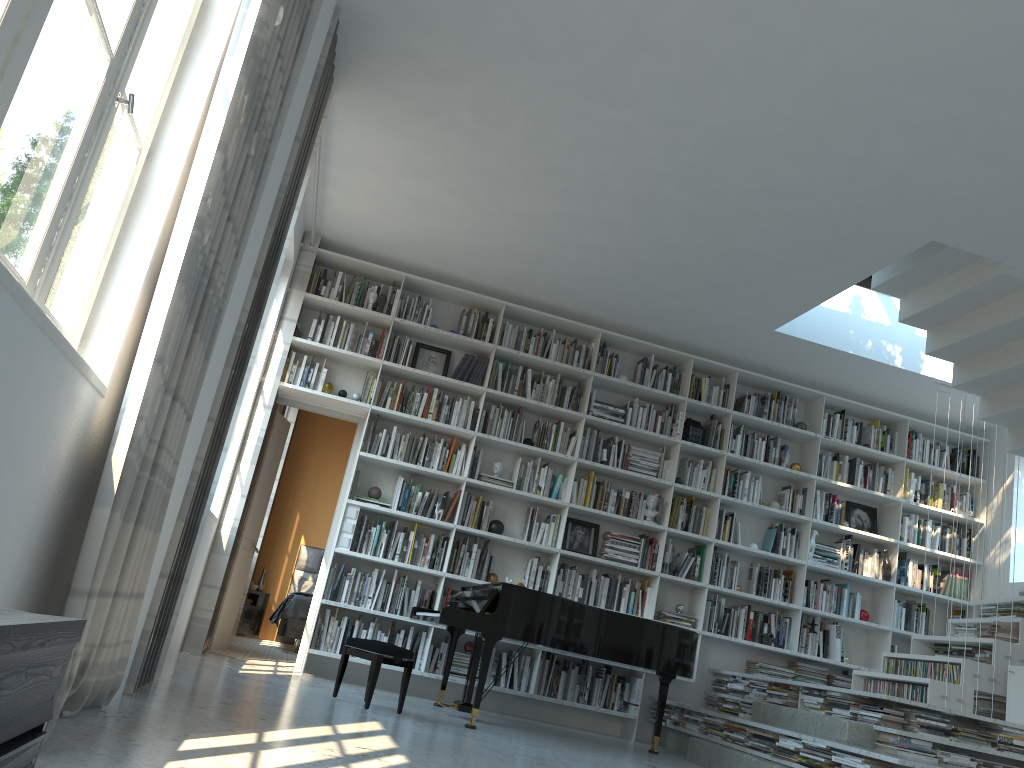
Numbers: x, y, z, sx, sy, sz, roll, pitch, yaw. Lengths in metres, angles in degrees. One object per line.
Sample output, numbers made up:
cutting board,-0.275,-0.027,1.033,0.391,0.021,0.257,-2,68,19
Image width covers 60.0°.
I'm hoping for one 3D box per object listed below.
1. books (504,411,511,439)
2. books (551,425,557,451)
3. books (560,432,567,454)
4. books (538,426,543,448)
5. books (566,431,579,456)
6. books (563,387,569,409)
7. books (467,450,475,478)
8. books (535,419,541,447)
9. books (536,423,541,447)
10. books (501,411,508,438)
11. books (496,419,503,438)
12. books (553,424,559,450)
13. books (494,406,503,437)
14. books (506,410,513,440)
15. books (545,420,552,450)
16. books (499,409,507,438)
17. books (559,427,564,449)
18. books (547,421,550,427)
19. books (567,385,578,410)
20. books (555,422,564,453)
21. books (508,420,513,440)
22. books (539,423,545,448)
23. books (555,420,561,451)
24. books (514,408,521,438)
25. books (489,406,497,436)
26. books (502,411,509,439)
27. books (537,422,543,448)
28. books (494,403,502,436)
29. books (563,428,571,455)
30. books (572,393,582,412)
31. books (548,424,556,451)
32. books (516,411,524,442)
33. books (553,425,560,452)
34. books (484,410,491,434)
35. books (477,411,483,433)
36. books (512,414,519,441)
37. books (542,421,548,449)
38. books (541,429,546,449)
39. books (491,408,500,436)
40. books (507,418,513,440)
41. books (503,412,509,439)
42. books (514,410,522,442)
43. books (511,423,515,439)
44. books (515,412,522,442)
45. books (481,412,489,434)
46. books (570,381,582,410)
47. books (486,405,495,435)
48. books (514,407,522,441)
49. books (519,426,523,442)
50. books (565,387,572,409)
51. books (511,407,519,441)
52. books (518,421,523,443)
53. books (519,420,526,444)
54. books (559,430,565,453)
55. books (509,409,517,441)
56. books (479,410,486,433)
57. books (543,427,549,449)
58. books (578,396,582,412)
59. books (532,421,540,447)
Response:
books,-0.055,0.363,7.182,0.009,0.260,0.180,15,-16,-10
books,0.324,0.472,7.266,0.017,0.252,0.140,15,-16,-10
books,0.398,0.512,7.279,0.024,0.215,0.142,15,-16,-10
books,0.208,0.461,7.245,0.013,0.215,0.150,15,-16,-10
books,0.470,0.512,7.264,0.064,0.236,0.209,15,-16,-10
books,0.421,0.149,7.362,0.022,0.222,0.161,15,-16,-10
books,-0.345,0.657,7.057,0.024,0.256,0.134,15,-16,-10
books,0.191,0.430,7.259,0.012,0.275,0.129,15,-16,-10
books,0.196,0.448,7.253,0.005,0.238,0.146,15,-16,-10
books,-0.084,0.358,7.168,0.012,0.251,0.184,15,-16,-10
books,-0.123,0.386,7.176,0.029,0.186,0.149,15,-16,-10
books,0.336,0.469,7.270,0.004,0.264,0.142,15,-16,-10
books,-0.127,0.332,7.169,0.010,0.282,0.184,15,-16,-10
books,-0.045,0.358,7.192,0.011,0.278,0.169,15,-16,-10
books,0.280,0.446,7.272,0.033,0.286,0.155,15,-16,-10
books,-0.092,0.349,7.166,0.009,0.262,0.190,15,-16,-10
books,0.376,0.485,7.276,0.010,0.256,0.140,15,-16,-10
books,0.263,0.445,7.257,0.005,0.274,0.157,15,-16,-10
books,0.485,0.145,7.375,0.055,0.263,0.167,15,-16,-10
books,0.365,0.466,7.270,0.022,0.284,0.190,15,-16,-10
books,-0.034,0.393,7.205,0.011,0.225,0.130,15,-16,-10
books,0.225,0.448,7.225,0.005,0.235,0.179,15,-16,-10
books,0.351,0.453,7.273,0.006,0.303,0.166,15,-16,-10
books,0.018,0.362,7.225,0.005,0.315,0.157,15,-16,-10
books,-0.172,0.326,7.167,0.012,0.275,0.157,15,-16,-10
books,-0.078,0.361,7.194,0.010,0.261,0.170,15,-16,-10
books,0.206,0.443,7.231,0.005,0.239,0.174,15,-16,-10
books,-0.139,0.319,7.192,0.011,0.316,0.155,15,-16,-10
books,0.426,0.497,7.279,0.022,0.256,0.155,15,-16,-10
books,0.530,0.190,7.402,0.028,0.211,0.135,15,-16,-10
books,0.305,0.465,7.238,0.013,0.243,0.189,15,-16,-10
books,0.042,0.376,7.201,0.011,0.286,0.189,15,-16,-10
books,0.341,0.475,7.263,0.006,0.252,0.180,15,-16,-10
books,-0.214,0.336,7.166,0.012,0.239,0.134,15,-16,-10
books,-0.278,0.331,7.140,0.015,0.207,0.186,15,-16,-10
books,0.008,0.383,7.204,0.010,0.261,0.158,15,-16,-10
books,0.247,0.448,7.263,0.009,0.266,0.150,15,-16,-10
books,0.233,0.474,7.244,0.011,0.199,0.163,15,-16,-10
books,-0.157,0.337,7.170,0.024,0.261,0.178,15,-16,-10
books,-0.040,0.392,7.178,0.011,0.208,0.181,15,-16,-10
books,-0.068,0.367,7.195,0.011,0.255,0.152,15,-16,-10
books,0.028,0.369,7.221,0.005,0.304,0.163,15,-16,-10
books,-0.015,0.404,7.213,0.012,0.216,0.133,15,-16,-10
books,0.030,0.379,7.216,0.004,0.283,0.167,15,-16,-10
books,-0.236,0.344,7.172,0.024,0.218,0.140,15,-16,-10
books,0.504,0.131,7.383,0.058,0.301,0.175,15,-16,-10
books,-0.191,0.320,7.168,0.026,0.278,0.151,15,-16,-10
books,0.025,0.356,7.225,0.005,0.330,0.162,15,-16,-10
books,0.055,0.425,7.219,0.004,0.209,0.132,15,-16,-10
books,0.440,0.152,7.383,0.025,0.236,0.153,15,-16,-10
books,0.006,0.355,7.217,0.004,0.320,0.153,15,-16,-10
books,0.048,0.419,7.221,0.012,0.217,0.151,15,-16,-10
books,0.074,0.417,7.218,0.031,0.231,0.148,15,-16,-10
books,0.383,0.502,7.277,0.011,0.229,0.166,15,-16,-10
books,-0.012,0.361,7.198,0.011,0.290,0.177,15,-16,-10
books,-0.261,0.335,7.169,0.029,0.224,0.137,15,-16,-10
books,0.257,0.466,7.228,0.006,0.215,0.181,15,-16,-10
books,0.549,0.206,7.410,0.019,0.193,0.098,15,-16,-10
books,0.182,0.436,7.248,0.005,0.253,0.161,15,-16,-10
